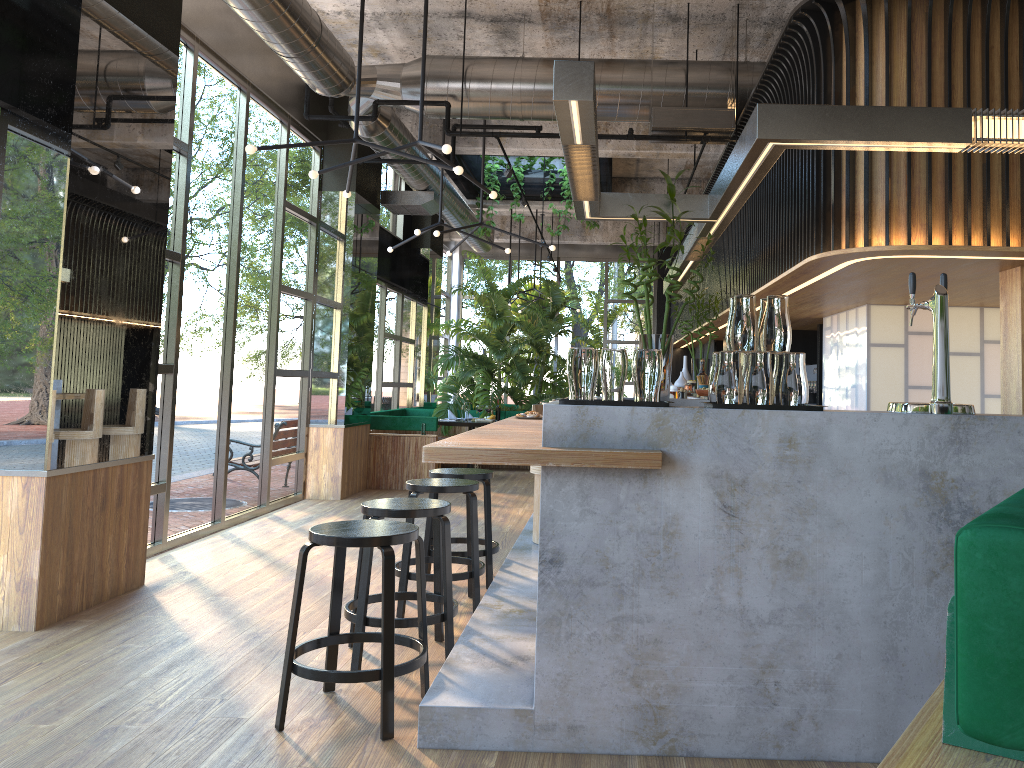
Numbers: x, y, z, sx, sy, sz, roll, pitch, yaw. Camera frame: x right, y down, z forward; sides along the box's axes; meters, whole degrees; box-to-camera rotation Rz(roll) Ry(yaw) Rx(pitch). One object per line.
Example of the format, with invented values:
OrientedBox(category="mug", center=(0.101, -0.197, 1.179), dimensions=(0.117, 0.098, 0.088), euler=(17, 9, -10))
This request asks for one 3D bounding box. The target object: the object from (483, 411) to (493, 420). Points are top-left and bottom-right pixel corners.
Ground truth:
OrientedBox(category="object", center=(-0.315, 0.412, 11.760), dimensions=(0.143, 0.124, 0.097), euler=(2, -3, -16))

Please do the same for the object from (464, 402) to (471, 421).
OrientedBox(category="object", center=(-0.597, 0.363, 11.793), dimensions=(0.095, 0.246, 0.090), euler=(3, -4, -13))

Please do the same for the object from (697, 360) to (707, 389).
OrientedBox(category="object", center=(1.396, -0.041, 6.512), dimensions=(0.071, 0.278, 0.078), euler=(-2, -6, 40))

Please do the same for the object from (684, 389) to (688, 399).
OrientedBox(category="object", center=(1.123, 0.138, 5.765), dimensions=(0.073, 0.211, 0.067), euler=(4, -5, -29))

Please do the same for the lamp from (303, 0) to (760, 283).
OrientedBox(category="lamp", center=(0.486, -2.430, 12.217), dimensions=(3.782, 1.537, 10.021), euler=(1, 0, 3))

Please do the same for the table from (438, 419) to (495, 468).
OrientedBox(category="table", center=(-0.547, 0.863, 11.814), dimensions=(1.142, 0.754, 1.054), euler=(2, -2, -27))

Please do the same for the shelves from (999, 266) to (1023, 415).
OrientedBox(category="shelves", center=(3.508, 0.328, 5.243), dimensions=(1.108, 2.066, 0.279), euler=(2, -4, 1))

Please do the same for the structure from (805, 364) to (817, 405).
OrientedBox(category="structure", center=(3.656, 0.545, 10.613), dimensions=(0.548, 1.601, 0.838), euler=(1, -4, 5))

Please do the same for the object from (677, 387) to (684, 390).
OrientedBox(category="object", center=(1.670, 0.061, 9.002), dimensions=(0.188, 0.073, 0.232), euler=(1, 0, 24))

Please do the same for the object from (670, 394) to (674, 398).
OrientedBox(category="object", center=(1.148, 0.155, 6.589), dimensions=(0.111, 0.172, 0.136), euler=(2, -3, -2))

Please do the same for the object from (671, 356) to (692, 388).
OrientedBox(category="object", center=(1.768, -0.098, 9.254), dimensions=(0.330, 0.399, 0.304), euler=(4, -3, -37))

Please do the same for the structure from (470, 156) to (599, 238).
OrientedBox(category="structure", center=(0.475, -2.833, 12.978), dimensions=(2.081, 1.523, 1.467), euler=(1, -3, 33))

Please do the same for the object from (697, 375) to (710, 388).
OrientedBox(category="object", center=(1.371, 0.016, 6.341), dimensions=(0.103, 0.162, 0.107), euler=(-1, -4, 38))

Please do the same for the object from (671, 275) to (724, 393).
OrientedBox(category="object", center=(1.947, -0.521, 9.267), dimensions=(0.641, 1.557, 0.610), euler=(-2, -5, 42))

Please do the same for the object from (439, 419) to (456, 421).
OrientedBox(category="object", center=(-0.825, 0.471, 11.631), dimensions=(0.254, 0.019, 0.157), euler=(1, 0, 3))

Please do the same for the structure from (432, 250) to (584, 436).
OrientedBox(category="structure", center=(-0.087, -0.418, 14.248), dimensions=(2.476, 3.452, 2.610), euler=(2, -3, -11))

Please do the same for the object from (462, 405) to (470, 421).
OrientedBox(category="object", center=(-0.609, 0.381, 11.623), dimensions=(0.100, 0.210, 0.110), euler=(-1, -5, 38))

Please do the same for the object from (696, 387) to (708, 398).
OrientedBox(category="object", center=(1.351, 0.059, 6.082), dimensions=(0.188, 0.073, 0.232), euler=(1, 0, 24))

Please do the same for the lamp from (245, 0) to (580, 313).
OrientedBox(category="lamp", center=(1.014, -2.247, 7.904), dimensions=(5.067, 1.829, 18.918), euler=(1, 0, 6))

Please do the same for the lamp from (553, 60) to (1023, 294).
OrientedBox(category="lamp", center=(2.708, -2.055, 6.887), dimensions=(4.996, 2.141, 6.699), euler=(2, 0, -1))

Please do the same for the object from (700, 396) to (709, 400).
OrientedBox(category="object", center=(1.321, 0.089, 5.482), dimensions=(0.272, 0.019, 0.438), euler=(1, 0, 5))

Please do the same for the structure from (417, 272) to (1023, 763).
OrientedBox(category="structure", center=(2.990, 0.474, 6.531), dimensions=(5.826, 1.736, 7.130), euler=(1, 0, 4))

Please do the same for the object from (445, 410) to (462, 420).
OrientedBox(category="object", center=(-0.784, 0.416, 11.892), dimensions=(0.238, 0.139, 0.227), euler=(2, -1, -12))

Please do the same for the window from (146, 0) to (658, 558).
OrientedBox(category="window", center=(-0.336, -2.002, 7.662), dimensions=(4.124, 6.517, 20.378), euler=(1, 0, 6))

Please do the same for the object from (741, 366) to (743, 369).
OrientedBox(category="object", center=(1.386, -0.004, 5.365), dimensions=(0.110, 0.210, 0.100), euler=(5, -5, -41))

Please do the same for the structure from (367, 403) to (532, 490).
OrientedBox(category="structure", center=(0.694, 0.506, 7.453), dimensions=(6.008, 1.554, 20.130), euler=(1, 0, 6))

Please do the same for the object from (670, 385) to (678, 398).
OrientedBox(category="object", center=(1.233, 0.127, 6.809), dimensions=(0.071, 0.233, 0.078), euler=(-1, -5, 37))

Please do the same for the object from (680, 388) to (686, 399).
OrientedBox(category="object", center=(1.106, 0.135, 5.693), dimensions=(0.067, 0.216, 0.169), euler=(-1, -4, 30))

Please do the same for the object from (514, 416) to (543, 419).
OrientedBox(category="object", center=(0.113, 0.211, 5.548), dimensions=(0.196, 0.013, 0.215), euler=(2, 0, 40))

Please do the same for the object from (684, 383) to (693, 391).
OrientedBox(category="object", center=(1.690, 0.046, 8.633), dimensions=(0.160, 0.107, 0.086), euler=(3, -3, -40))

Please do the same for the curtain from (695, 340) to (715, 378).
OrientedBox(category="curtain", center=(3.348, 0.293, 15.565), dimensions=(0.121, 2.067, 3.276), euler=(1, -1, 6))

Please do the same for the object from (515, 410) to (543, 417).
OrientedBox(category="object", center=(0.117, 0.192, 5.543), dimensions=(0.160, 0.053, 0.155), euler=(2, 0, -42))

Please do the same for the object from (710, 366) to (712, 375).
OrientedBox(category="object", center=(1.301, -0.007, 5.606), dimensions=(0.110, 0.210, 0.100), euler=(5, -5, -41))

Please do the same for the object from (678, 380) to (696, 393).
OrientedBox(category="object", center=(1.627, 0.030, 8.381), dimensions=(0.208, 0.135, 0.811), euler=(1, 0, 12))
